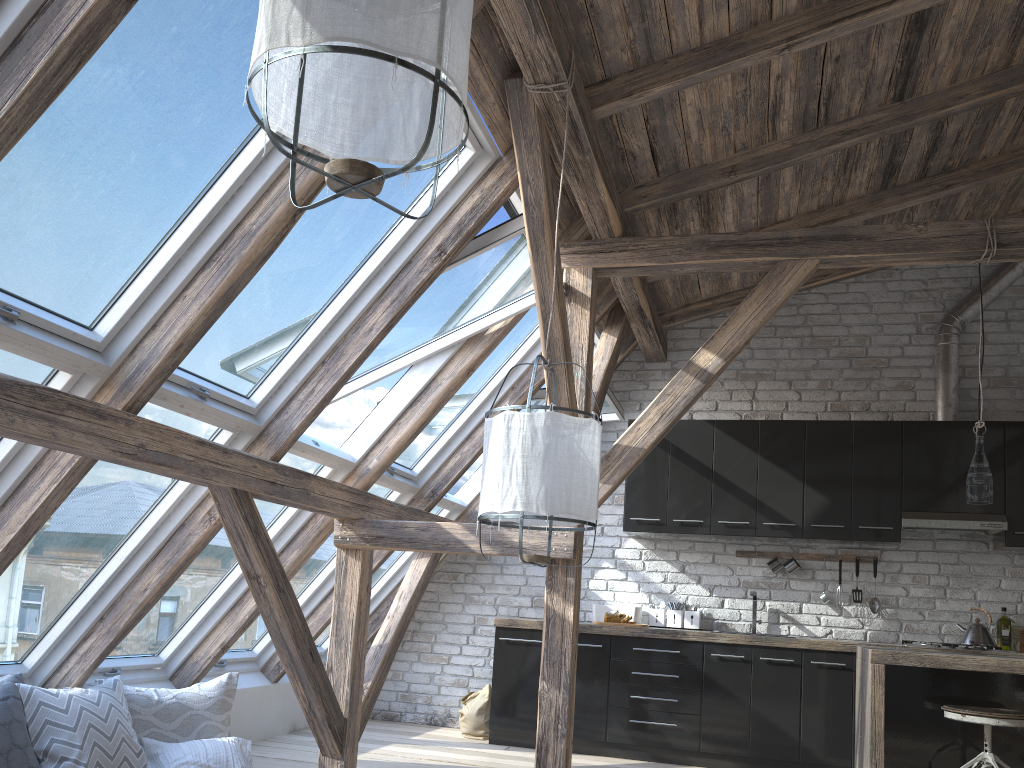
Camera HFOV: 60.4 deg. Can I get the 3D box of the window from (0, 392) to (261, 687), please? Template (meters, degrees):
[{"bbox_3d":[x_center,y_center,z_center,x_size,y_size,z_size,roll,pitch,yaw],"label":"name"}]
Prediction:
[{"bbox_3d":[-1.756,0.639,3.469,1.095,1.253,0.873,1,-10,16],"label":"window"}]

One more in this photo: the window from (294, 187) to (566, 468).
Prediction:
[{"bbox_3d":[-0.522,-0.287,4.236,1.405,1.253,0.873,1,-10,16],"label":"window"}]

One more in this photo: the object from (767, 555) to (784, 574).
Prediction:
[{"bbox_3d":[1.819,1.242,6.074,0.117,0.136,0.095,0,-10,18],"label":"object"}]

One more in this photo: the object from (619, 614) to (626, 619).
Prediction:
[{"bbox_3d":[0.742,1.594,5.984,0.074,0.066,0.080,6,-12,-12],"label":"object"}]

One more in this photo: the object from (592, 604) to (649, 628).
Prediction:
[{"bbox_3d":[0.747,1.604,6.090,0.381,0.131,0.604,3,-14,5],"label":"object"}]

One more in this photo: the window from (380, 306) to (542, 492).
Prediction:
[{"bbox_3d":[-0.229,-0.051,5.100,1.095,1.253,0.873,1,-10,16],"label":"window"}]

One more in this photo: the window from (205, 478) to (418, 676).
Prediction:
[{"bbox_3d":[-1.264,1.113,5.224,1.095,1.253,0.873,1,-10,16],"label":"window"}]

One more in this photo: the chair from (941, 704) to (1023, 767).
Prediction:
[{"bbox_3d":[1.997,1.685,3.693,0.358,0.624,0.356,11,-12,-40],"label":"chair"}]

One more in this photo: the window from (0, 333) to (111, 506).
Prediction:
[{"bbox_3d":[-2.001,0.402,2.591,1.095,1.253,0.873,1,-10,16],"label":"window"}]

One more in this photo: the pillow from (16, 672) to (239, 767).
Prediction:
[{"bbox_3d":[-1.743,1.607,4.034,0.501,0.523,1.180,0,-14,21],"label":"pillow"}]

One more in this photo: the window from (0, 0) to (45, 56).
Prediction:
[{"bbox_3d":[-1.212,-0.998,1.590,1.095,1.253,0.873,1,-10,16],"label":"window"}]

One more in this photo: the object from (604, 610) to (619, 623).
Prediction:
[{"bbox_3d":[0.671,1.566,5.929,0.090,0.086,0.088,5,-11,-6],"label":"object"}]

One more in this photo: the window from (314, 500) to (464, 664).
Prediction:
[{"bbox_3d":[-1.019,1.350,6.101,1.095,1.253,0.873,1,-10,16],"label":"window"}]

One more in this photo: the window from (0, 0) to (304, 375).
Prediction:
[{"bbox_3d":[-0.966,-0.761,2.467,1.095,1.253,0.873,1,-10,16],"label":"window"}]

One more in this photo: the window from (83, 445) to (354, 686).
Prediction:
[{"bbox_3d":[-1.510,0.876,4.346,1.095,1.253,0.873,1,-10,16],"label":"window"}]

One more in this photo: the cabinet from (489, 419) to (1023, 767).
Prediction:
[{"bbox_3d":[1.813,1.074,5.047,4.212,2.461,2.137,0,-11,16],"label":"cabinet"}]

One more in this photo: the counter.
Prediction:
[{"bbox_3d":[1.545,1.863,4.933,3.810,0.836,2.293,0,-14,16],"label":"counter"}]

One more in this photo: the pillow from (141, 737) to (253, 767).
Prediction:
[{"bbox_3d":[-1.408,1.775,4.059,0.542,0.237,0.481,12,-15,-31],"label":"pillow"}]

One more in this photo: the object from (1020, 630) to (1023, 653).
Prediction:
[{"bbox_3d":[3.283,1.624,5.611,0.080,0.180,0.040,-1,-9,29],"label":"object"}]

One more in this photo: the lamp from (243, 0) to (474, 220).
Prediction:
[{"bbox_3d":[-0.242,-0.982,1.675,0.408,1.280,0.406,5,-8,-8],"label":"lamp"}]

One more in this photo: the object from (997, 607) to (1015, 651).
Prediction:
[{"bbox_3d":[3.165,1.572,5.631,0.089,0.277,0.083,2,-8,11],"label":"object"}]

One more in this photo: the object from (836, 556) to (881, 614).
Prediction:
[{"bbox_3d":[2.317,1.343,5.888,0.282,0.374,0.071,1,-8,16],"label":"object"}]

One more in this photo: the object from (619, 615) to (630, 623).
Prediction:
[{"bbox_3d":[0.754,1.585,5.926,0.072,0.056,0.085,5,-12,-8],"label":"object"}]

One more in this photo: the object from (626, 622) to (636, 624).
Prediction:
[{"bbox_3d":[0.805,1.615,5.947,0.069,0.016,0.079,5,-14,-6],"label":"object"}]

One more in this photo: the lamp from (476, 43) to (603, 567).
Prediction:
[{"bbox_3d":[0.139,-0.311,3.064,0.411,1.860,0.403,9,-9,-32],"label":"lamp"}]

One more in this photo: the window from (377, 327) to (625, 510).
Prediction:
[{"bbox_3d":[-0.043,0.187,5.994,1.519,1.253,0.873,0,-10,16],"label":"window"}]

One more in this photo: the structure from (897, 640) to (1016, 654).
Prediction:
[{"bbox_3d":[2.747,1.639,5.498,0.605,0.031,0.508,0,-15,16],"label":"structure"}]

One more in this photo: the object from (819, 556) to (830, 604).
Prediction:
[{"bbox_3d":[2.123,1.331,5.979,0.071,0.320,0.067,2,-8,16],"label":"object"}]

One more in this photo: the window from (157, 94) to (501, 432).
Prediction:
[{"bbox_3d":[-0.721,-0.525,3.345,1.095,1.253,0.873,1,-10,16],"label":"window"}]

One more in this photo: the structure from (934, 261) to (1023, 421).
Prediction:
[{"bbox_3d":[3.337,-0.332,5.836,0.982,1.261,0.173,1,-8,16],"label":"structure"}]

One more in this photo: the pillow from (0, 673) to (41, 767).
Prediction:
[{"bbox_3d":[-2.077,1.296,3.001,0.467,0.551,1.301,1,-13,17],"label":"pillow"}]

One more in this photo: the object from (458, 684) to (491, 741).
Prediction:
[{"bbox_3d":[-0.244,2.324,6.304,0.395,0.382,0.343,-6,-14,41],"label":"object"}]

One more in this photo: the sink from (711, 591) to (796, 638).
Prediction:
[{"bbox_3d":[1.598,1.629,5.826,0.526,0.505,0.525,1,-11,16],"label":"sink"}]

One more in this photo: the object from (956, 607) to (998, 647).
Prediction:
[{"bbox_3d":[2.871,1.495,5.429,0.221,0.231,0.226,3,-11,6],"label":"object"}]

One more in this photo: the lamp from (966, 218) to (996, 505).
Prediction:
[{"bbox_3d":[2.120,-0.107,3.970,0.108,1.264,0.229,1,-8,18],"label":"lamp"}]

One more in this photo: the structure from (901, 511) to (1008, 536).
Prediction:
[{"bbox_3d":[2.827,0.903,5.700,0.599,0.101,0.377,0,-14,16],"label":"structure"}]

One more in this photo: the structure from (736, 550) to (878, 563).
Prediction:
[{"bbox_3d":[2.015,1.185,6.042,0.931,0.045,0.083,0,-13,16],"label":"structure"}]

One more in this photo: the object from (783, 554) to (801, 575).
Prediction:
[{"bbox_3d":[1.922,1.239,6.037,0.118,0.136,0.095,-3,-12,33],"label":"object"}]

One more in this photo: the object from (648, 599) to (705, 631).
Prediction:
[{"bbox_3d":[1.152,1.618,6.177,0.405,0.197,0.150,0,-11,17],"label":"object"}]

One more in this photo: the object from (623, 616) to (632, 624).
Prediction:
[{"bbox_3d":[0.778,1.592,5.940,0.073,0.054,0.084,5,-12,-7],"label":"object"}]
